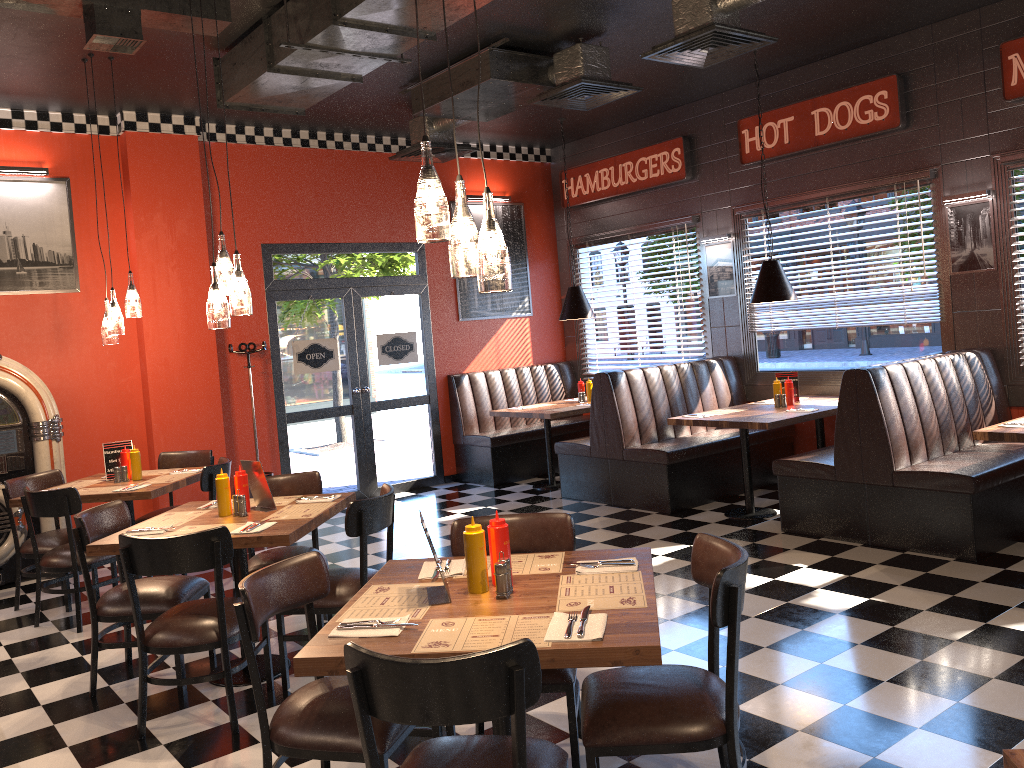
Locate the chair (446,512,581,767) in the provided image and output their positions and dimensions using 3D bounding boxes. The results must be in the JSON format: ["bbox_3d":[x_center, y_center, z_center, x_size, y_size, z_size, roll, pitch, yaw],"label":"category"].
[{"bbox_3d":[0.013,0.955,3.271,0.486,0.866,0.545,-5,2,8],"label":"chair"}]

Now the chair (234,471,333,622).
[{"bbox_3d":[-1.257,0.958,4.887,0.487,0.866,0.545,-5,2,-14],"label":"chair"}]

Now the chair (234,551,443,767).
[{"bbox_3d":[-0.566,1.028,2.879,0.544,0.867,0.487,-4,2,17],"label":"chair"}]

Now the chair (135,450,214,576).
[{"bbox_3d":[-2.482,0.953,6.567,0.486,0.866,0.546,-4,2,17],"label":"chair"}]

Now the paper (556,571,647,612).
[{"bbox_3d":[0.271,0.628,2.699,0.261,0.001,0.366,-4,4,6],"label":"paper"}]

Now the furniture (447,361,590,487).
[{"bbox_3d":[0.241,0.381,9.736,1.713,1.153,0.705,-7,3,-37],"label":"furniture"}]

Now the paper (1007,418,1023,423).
[{"bbox_3d":[3.204,0.216,5.348,0.366,0.001,0.261,-7,5,-37],"label":"paper"}]

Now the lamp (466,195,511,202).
[{"bbox_3d":[-0.273,-2.061,9.850,0.612,0.056,0.081,-8,4,-37],"label":"lamp"}]

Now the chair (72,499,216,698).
[{"bbox_3d":[-1.855,1.037,4.434,0.544,0.867,0.487,-5,2,0],"label":"chair"}]

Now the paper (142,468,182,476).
[{"bbox_3d":[-2.586,0.635,6.336,0.365,0.001,0.261,-4,4,7],"label":"paper"}]

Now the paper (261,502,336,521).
[{"bbox_3d":[-1.050,0.630,4.393,0.261,0.001,0.366,-4,4,7],"label":"paper"}]

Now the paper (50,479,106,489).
[{"bbox_3d":[-2.953,0.685,6.032,0.261,0.001,0.366,-4,4,10],"label":"paper"}]

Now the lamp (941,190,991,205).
[{"bbox_3d":[3.425,-1.407,6.680,0.081,0.056,0.334,-7,4,-37],"label":"lamp"}]

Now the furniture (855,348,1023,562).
[{"bbox_3d":[3.141,0.381,5.944,1.713,1.153,0.705,-7,3,-37],"label":"furniture"}]

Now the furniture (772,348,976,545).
[{"bbox_3d":[2.713,0.381,6.504,1.713,1.153,0.705,-7,3,-37],"label":"furniture"}]

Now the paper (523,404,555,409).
[{"bbox_3d":[0.237,0.226,9.063,0.366,0.001,0.261,-8,5,-37],"label":"paper"}]

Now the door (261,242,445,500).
[{"bbox_3d":[-1.528,-0.127,8.848,1.804,2.570,0.128,-6,2,-37],"label":"door"}]

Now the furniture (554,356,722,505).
[{"bbox_3d":[1.263,0.381,8.400,1.713,1.153,0.705,-7,3,-37],"label":"furniture"}]

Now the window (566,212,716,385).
[{"bbox_3d":[1.372,-0.847,9.598,0.128,1.712,2.025,-6,3,-37],"label":"window"}]

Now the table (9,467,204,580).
[{"bbox_3d":[-2.607,1.046,6.010,0.959,0.773,0.958,-4,3,8],"label":"table"}]

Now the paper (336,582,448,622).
[{"bbox_3d":[-0.365,0.677,2.763,0.261,0.001,0.366,-4,4,9],"label":"paper"}]

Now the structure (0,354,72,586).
[{"bbox_3d":[-4.026,0.633,6.563,1.297,1.766,0.499,-6,2,-37],"label":"structure"}]

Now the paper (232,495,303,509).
[{"bbox_3d":[-1.337,0.633,4.736,0.365,0.001,0.261,-4,4,6],"label":"paper"}]

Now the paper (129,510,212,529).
[{"bbox_3d":[-1.714,0.681,4.464,0.261,0.001,0.366,-4,4,7],"label":"paper"}]

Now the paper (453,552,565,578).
[{"bbox_3d":[-0.004,0.627,3.074,0.365,0.001,0.261,-4,4,6],"label":"paper"}]

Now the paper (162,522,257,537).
[{"bbox_3d":[-1.407,0.679,4.099,0.365,0.001,0.261,-4,4,9],"label":"paper"}]

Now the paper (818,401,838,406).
[{"bbox_3d":[2.643,0.151,7.090,0.366,0.001,0.261,-7,5,-37],"label":"paper"}]

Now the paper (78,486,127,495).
[{"bbox_3d":[-2.662,0.683,5.671,0.365,0.001,0.261,-4,4,7],"label":"paper"}]

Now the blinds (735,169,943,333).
[{"bbox_3d":[2.752,-1.073,7.639,0.100,1.204,1.867,-6,3,-37],"label":"blinds"}]

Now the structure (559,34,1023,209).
[{"bbox_3d":[4.012,-2.239,5.772,0.120,0.438,11.253,-6,3,-37],"label":"structure"}]

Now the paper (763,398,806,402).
[{"bbox_3d":[2.348,0.140,7.657,0.366,0.001,0.261,-8,5,-40],"label":"paper"}]

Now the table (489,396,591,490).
[{"bbox_3d":[0.762,0.571,9.066,1.696,0.773,0.956,-7,4,-37],"label":"table"}]

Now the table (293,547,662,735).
[{"bbox_3d":[-0.010,1.037,2.752,0.959,0.773,0.958,-4,3,8],"label":"table"}]

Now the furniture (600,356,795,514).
[{"bbox_3d":[1.691,0.381,7.840,1.713,1.153,0.705,-7,3,-37],"label":"furniture"}]

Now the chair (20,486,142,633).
[{"bbox_3d":[-2.701,1.037,5.528,0.486,0.866,0.546,-4,2,27],"label":"chair"}]

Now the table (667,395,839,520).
[{"bbox_3d":[2.219,0.571,7.162,1.696,0.773,0.956,-7,4,-37],"label":"table"}]

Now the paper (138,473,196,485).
[{"bbox_3d":[-2.318,0.637,5.956,0.261,0.001,0.366,-4,4,7],"label":"paper"}]

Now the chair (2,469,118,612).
[{"bbox_3d":[-3.079,1.039,6.001,0.544,0.867,0.487,-4,2,17],"label":"chair"}]

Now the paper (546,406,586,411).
[{"bbox_3d":[0.538,0.237,8.500,0.366,0.001,0.261,-8,5,-40],"label":"paper"}]

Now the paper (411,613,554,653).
[{"bbox_3d":[-0.068,0.675,2.408,0.365,0.001,0.261,-4,4,6],"label":"paper"}]

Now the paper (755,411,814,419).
[{"bbox_3d":[2.037,0.232,6.623,0.366,0.001,0.261,-7,4,-36],"label":"paper"}]

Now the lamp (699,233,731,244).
[{"bbox_3d":[1.972,-1.407,8.579,0.081,0.056,0.334,-7,4,-37],"label":"lamp"}]

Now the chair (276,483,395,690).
[{"bbox_3d":[-0.806,0.959,4.288,0.544,0.867,0.487,-4,2,12],"label":"chair"}]

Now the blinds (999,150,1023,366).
[{"bbox_3d":[4.217,-0.900,5.747,0.101,1.551,1.867,-6,3,-37],"label":"blinds"}]

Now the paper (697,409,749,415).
[{"bbox_3d":[1.693,0.225,7.171,0.366,0.001,0.261,-7,4,-35],"label":"paper"}]

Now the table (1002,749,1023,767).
[{"bbox_3d":[1.315,1.035,1.045,0.956,0.773,0.962,-4,3,8],"label":"table"}]

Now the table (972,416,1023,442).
[{"bbox_3d":[3.660,0.571,5.278,1.696,0.773,0.956,-7,4,-37],"label":"table"}]

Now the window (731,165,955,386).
[{"bbox_3d":[2.823,-0.847,7.701,0.128,1.712,2.025,-6,3,-37],"label":"window"}]

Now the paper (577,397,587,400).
[{"bbox_3d":[0.838,0.146,9.537,0.366,0.001,0.261,-7,4,-36],"label":"paper"}]

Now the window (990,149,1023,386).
[{"bbox_3d":[4.273,-0.847,5.805,0.128,1.712,2.025,-6,3,-37],"label":"window"}]

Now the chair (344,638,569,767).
[{"bbox_3d":[-0.116,1.029,2.280,0.486,0.866,0.545,-4,2,11],"label":"chair"}]

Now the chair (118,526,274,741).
[{"bbox_3d":[-1.386,1.032,3.896,0.486,0.866,0.545,-5,2,3],"label":"chair"}]

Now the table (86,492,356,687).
[{"bbox_3d":[-1.356,1.043,4.417,0.959,0.773,0.958,-4,3,8],"label":"table"}]

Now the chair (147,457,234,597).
[{"bbox_3d":[-2.125,0.964,5.933,0.545,0.867,0.487,-5,2,-5],"label":"chair"}]

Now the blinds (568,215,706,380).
[{"bbox_3d":[1.316,-0.859,9.543,0.099,1.633,1.867,-6,2,-37],"label":"blinds"}]

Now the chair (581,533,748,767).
[{"bbox_3d":[0.482,0.950,2.733,0.544,0.867,0.487,-5,2,5],"label":"chair"}]
